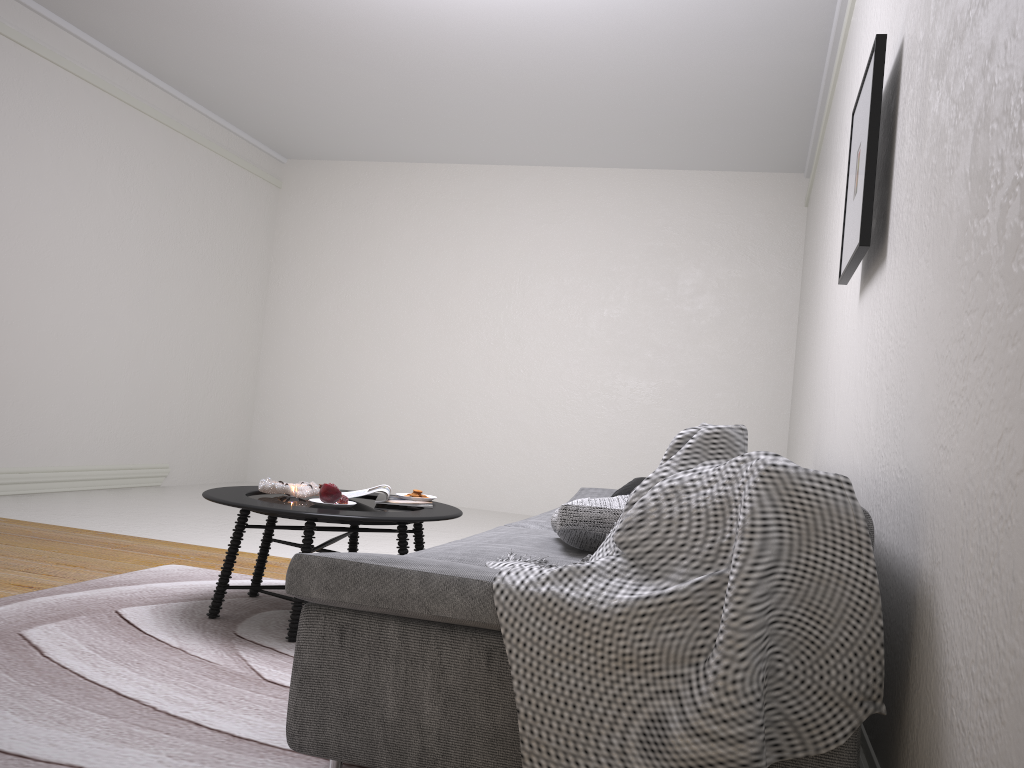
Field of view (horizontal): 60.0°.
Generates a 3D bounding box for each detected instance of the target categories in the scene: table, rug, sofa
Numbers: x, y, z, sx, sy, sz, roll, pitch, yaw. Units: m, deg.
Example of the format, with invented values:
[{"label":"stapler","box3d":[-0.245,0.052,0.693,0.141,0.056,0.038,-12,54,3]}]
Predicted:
[{"label":"table","box3d":[-0.677,0.657,3.303,0.937,0.449,0.951,5,-3,12]},{"label":"rug","box3d":[-1.093,0.768,2.010,1.933,0.008,3.741,5,-3,15]},{"label":"sofa","box3d":[0.464,0.605,3.069,1.092,0.772,3.085,5,-3,15]}]

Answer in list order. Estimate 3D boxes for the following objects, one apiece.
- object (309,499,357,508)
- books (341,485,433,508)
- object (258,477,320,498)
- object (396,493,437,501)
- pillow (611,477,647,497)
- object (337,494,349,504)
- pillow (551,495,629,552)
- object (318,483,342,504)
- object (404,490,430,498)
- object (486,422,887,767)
[{"label":"object","box3d":[-0.646,0.431,3.191,0.170,0.015,0.165,7,-3,-30]},{"label":"books","box3d":[-0.498,0.434,3.494,0.374,0.048,0.303,6,-3,-7]},{"label":"object","box3d":[-0.831,0.398,3.370,0.249,0.062,0.257,4,-3,22]},{"label":"object","box3d":[-0.391,0.463,3.614,0.168,0.015,0.167,6,-3,-3]},{"label":"pillow","box3d":[0.651,0.512,3.998,0.413,0.268,0.409,4,-3,35]},{"label":"object","box3d":[-0.618,0.422,3.241,0.035,0.036,0.044,4,-3,23]},{"label":"pillow","box3d":[0.316,0.404,2.548,0.406,0.194,0.404,6,-3,1]},{"label":"object","box3d":[-0.649,0.395,3.183,0.090,0.082,0.108,8,-4,-41]},{"label":"object","box3d":[-0.388,0.450,3.616,0.122,0.036,0.117,7,-3,-24]},{"label":"object","box3d":[0.220,0.491,1.811,0.628,0.866,0.872,7,-3,-20]}]
